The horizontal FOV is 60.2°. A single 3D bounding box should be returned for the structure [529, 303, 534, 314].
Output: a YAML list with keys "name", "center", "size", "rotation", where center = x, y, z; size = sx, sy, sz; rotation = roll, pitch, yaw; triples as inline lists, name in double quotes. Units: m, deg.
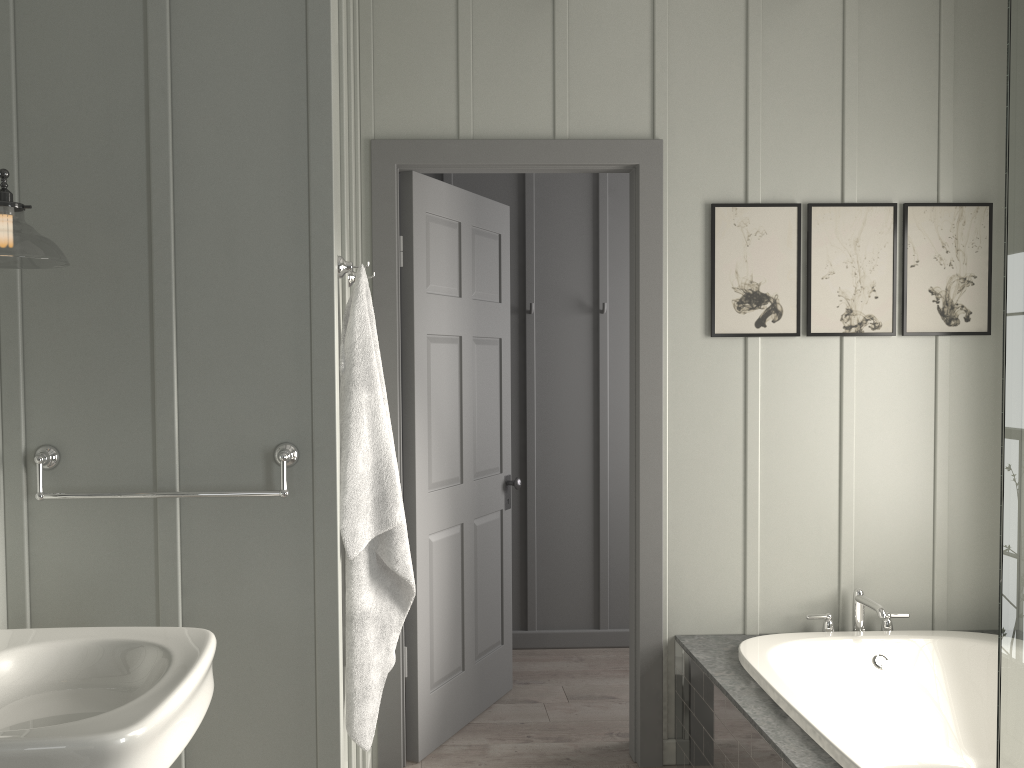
- name: "structure"
  center: [0.091, -0.370, 4.369]
  size: [0.019, 0.051, 0.136]
  rotation: [0, 1, -6]

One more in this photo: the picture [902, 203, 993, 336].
- name: "picture"
  center: [1.523, -0.401, 3.093]
  size: [0.312, 0.462, 0.012]
  rotation: [0, 2, -2]

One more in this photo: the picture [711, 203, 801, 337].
- name: "picture"
  center: [0.848, -0.395, 3.074]
  size: [0.312, 0.462, 0.012]
  rotation: [0, 2, -2]

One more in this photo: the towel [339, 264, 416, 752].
- name: "towel"
  center: [-0.334, 0.306, 2.233]
  size: [0.162, 1.205, 0.318]
  rotation: [0, 2, 0]

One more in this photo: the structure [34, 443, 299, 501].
- name: "structure"
  center: [-0.791, 0.200, 2.011]
  size: [0.601, 0.123, 0.054]
  rotation: [0, 2, -2]

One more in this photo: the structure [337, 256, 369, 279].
- name: "structure"
  center: [-0.395, -0.291, 2.201]
  size: [0.079, 0.056, 0.056]
  rotation: [0, 2, -3]

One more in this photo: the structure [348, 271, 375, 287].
- name: "structure"
  center: [-0.420, -0.297, 2.454]
  size: [0.079, 0.056, 0.056]
  rotation: [0, 2, -3]

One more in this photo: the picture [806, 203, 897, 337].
- name: "picture"
  center: [1.186, -0.398, 3.084]
  size: [0.312, 0.462, 0.012]
  rotation: [0, 2, -2]

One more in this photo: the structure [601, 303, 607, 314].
- name: "structure"
  center: [0.448, -0.373, 4.386]
  size: [0.019, 0.051, 0.136]
  rotation: [0, 1, -6]

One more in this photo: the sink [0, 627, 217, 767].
- name: "sink"
  center: [-0.823, 0.892, 1.536]
  size: [0.565, 1.014, 0.570]
  rotation: [0, 2, -4]

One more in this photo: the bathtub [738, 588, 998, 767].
- name: "bathtub"
  center: [1.282, 0.973, 2.343]
  size: [1.046, 0.490, 1.564]
  rotation: [-1, 1, -4]
